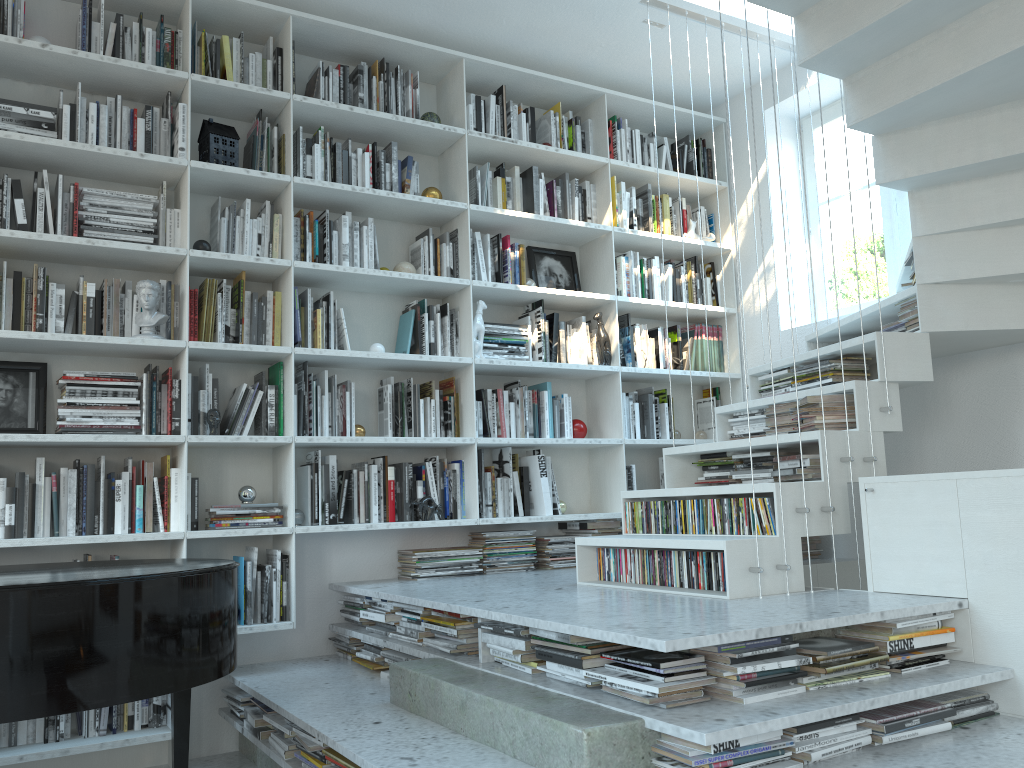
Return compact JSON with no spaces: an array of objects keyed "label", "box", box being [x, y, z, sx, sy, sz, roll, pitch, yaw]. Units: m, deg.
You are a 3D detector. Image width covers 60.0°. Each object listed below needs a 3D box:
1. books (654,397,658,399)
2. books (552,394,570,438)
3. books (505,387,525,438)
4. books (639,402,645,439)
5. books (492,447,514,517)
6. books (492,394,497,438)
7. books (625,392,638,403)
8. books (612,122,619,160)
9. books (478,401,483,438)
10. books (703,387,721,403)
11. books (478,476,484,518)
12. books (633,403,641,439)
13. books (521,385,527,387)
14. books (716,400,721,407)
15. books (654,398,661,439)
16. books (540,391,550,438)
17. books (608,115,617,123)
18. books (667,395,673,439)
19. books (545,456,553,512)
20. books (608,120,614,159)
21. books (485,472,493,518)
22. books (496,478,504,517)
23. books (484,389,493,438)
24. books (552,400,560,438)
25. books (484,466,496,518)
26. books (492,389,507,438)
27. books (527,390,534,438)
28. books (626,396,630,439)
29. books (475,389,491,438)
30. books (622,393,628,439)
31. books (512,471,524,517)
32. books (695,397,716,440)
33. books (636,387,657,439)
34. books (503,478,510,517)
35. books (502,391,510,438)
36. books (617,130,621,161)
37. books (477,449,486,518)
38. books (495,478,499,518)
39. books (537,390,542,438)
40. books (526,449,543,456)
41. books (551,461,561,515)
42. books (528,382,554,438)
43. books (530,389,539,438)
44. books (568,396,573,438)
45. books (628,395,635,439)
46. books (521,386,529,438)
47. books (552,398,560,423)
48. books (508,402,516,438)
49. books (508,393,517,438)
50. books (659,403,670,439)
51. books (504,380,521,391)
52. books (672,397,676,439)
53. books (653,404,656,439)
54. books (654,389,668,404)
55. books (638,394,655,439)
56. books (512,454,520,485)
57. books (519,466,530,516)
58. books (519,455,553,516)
[{"label":"books","box":[0.755,0.200,4.844,0.027,0.242,0.132,2,-8,-30]},{"label":"books","box":[0.228,0.177,4.515,0.025,0.235,0.181,2,-9,-30]},{"label":"books","box":[0.000,0.154,4.358,0.028,0.254,0.191,2,-9,-30]},{"label":"books","box":[0.657,0.211,4.770,0.025,0.208,0.149,2,-9,-30]},{"label":"books","box":[-0.045,0.479,4.310,0.014,0.333,0.169,2,-8,-30]},{"label":"books","box":[-0.118,0.167,4.305,0.011,0.222,0.163,2,-9,-30]},{"label":"books","box":[0.631,0.182,4.768,0.024,0.267,0.133,2,-8,-30]},{"label":"books","box":[0.525,-1.281,4.886,0.012,0.268,0.185,2,-8,-30]},{"label":"books","box":[-0.188,0.184,4.267,0.022,0.183,0.163,2,-9,-30]},{"label":"books","box":[1.150,0.181,5.079,0.013,0.314,0.129,2,-8,-30]},{"label":"books","box":[-0.185,0.535,4.243,0.033,0.213,0.140,2,-8,-30]},{"label":"books","box":[0.619,0.211,4.734,0.029,0.201,0.173,2,-9,-30]},{"label":"books","box":[0.035,0.151,4.408,0.011,0.271,0.152,2,-8,-30]},{"label":"books","box":[1.141,0.218,5.059,0.022,0.237,0.152,2,-8,-30]},{"label":"books","box":[0.746,0.203,4.819,0.014,0.230,0.172,2,-9,-30]},{"label":"books","box":[0.125,0.167,4.441,0.023,0.243,0.190,2,-9,-30]},{"label":"books","box":[0.541,-1.308,4.929,0.014,0.331,0.143,2,-8,-30]},{"label":"books","box":[0.823,0.196,4.874,0.012,0.253,0.161,2,-8,-30]},{"label":"books","box":[0.145,0.509,4.412,0.025,0.287,0.160,2,-8,-30]},{"label":"books","box":[0.508,-1.289,4.892,0.013,0.286,0.151,2,-8,-30]},{"label":"books","box":[-0.144,0.535,4.254,0.023,0.214,0.163,2,-9,-30]},{"label":"books","box":[-0.087,0.551,4.287,0.030,0.187,0.140,2,-9,-30]},{"label":"books","box":[-0.140,0.157,4.309,0.024,0.246,0.143,2,-8,-30]},{"label":"books","box":[0.177,0.191,4.475,0.030,0.200,0.189,2,-9,-30]},{"label":"books","box":[-0.123,0.520,4.256,0.015,0.243,0.157,2,-8,-30]},{"label":"books","box":[-0.093,0.156,4.315,0.045,0.246,0.186,2,-9,-30]},{"label":"books","box":[0.050,0.165,4.419,0.026,0.246,0.166,2,-8,-30]},{"label":"books","box":[0.568,0.192,4.712,0.037,0.235,0.153,2,-8,-30]},{"label":"books","box":[-0.165,0.155,4.281,0.047,0.243,0.177,2,-9,-30]},{"label":"books","box":[0.546,0.182,4.691,0.024,0.251,0.175,2,-8,-30]},{"label":"books","box":[-0.014,0.538,4.319,0.052,0.217,0.184,2,-9,-30]},{"label":"books","box":[1.104,0.208,5.036,0.012,0.253,0.161,2,-8,-30]},{"label":"books","box":[0.730,0.170,4.821,0.013,0.296,0.141,2,-8,-30]},{"label":"books","box":[-0.060,0.552,4.294,0.024,0.185,0.149,2,-9,-30]},{"label":"books","box":[-0.070,0.163,4.346,0.026,0.239,0.177,2,-9,-30]},{"label":"books","box":[0.539,-1.261,4.895,0.022,0.228,0.175,2,-9,-30]},{"label":"books","box":[-0.167,0.480,4.261,0.013,0.326,0.131,2,-8,-30]},{"label":"books","box":[-0.111,0.539,4.273,0.025,0.209,0.137,2,-8,-30]},{"label":"books","box":[0.098,0.164,4.454,0.012,0.253,0.161,2,-8,-30]},{"label":"books","box":[0.117,0.492,4.424,0.012,0.325,0.136,2,-8,-30]},{"label":"books","box":[0.178,0.519,4.441,0.062,0.273,0.148,2,-8,-30]},{"label":"books","box":[0.144,0.145,4.459,0.026,0.290,0.181,2,-8,-30]},{"label":"books","box":[0.077,0.162,4.412,0.014,0.249,0.177,2,-8,-30]},{"label":"books","box":[0.250,0.185,4.529,0.027,0.223,0.170,2,-9,-30]},{"label":"books","box":[0.593,0.190,4.728,0.022,0.241,0.151,2,-8,-30]},{"label":"books","box":[0.026,0.153,4.379,0.012,0.262,0.186,2,-8,-30]},{"label":"books","box":[0.197,0.186,4.507,0.037,0.218,0.139,2,-8,-30]},{"label":"books","box":[-0.040,0.191,4.345,0.027,0.181,0.186,2,-9,-30]},{"label":"books","box":[-0.029,0.169,4.366,0.012,0.229,0.179,2,-9,-30]},{"label":"books","box":[0.790,0.215,4.830,0.021,0.205,0.175,2,-9,-30]},{"label":"books","box":[0.006,0.136,4.390,0.013,0.299,0.147,2,-8,-30]},{"label":"books","box":[0.836,0.203,4.876,0.013,0.239,0.166,2,-8,-30]},{"label":"books","box":[0.714,0.217,4.805,0.027,0.200,0.164,2,-9,-30]},{"label":"books","box":[0.799,0.178,4.850,0.011,0.284,0.161,2,-8,-30]},{"label":"books","box":[0.692,0.188,4.764,0.027,0.248,0.184,2,-9,-30]},{"label":"books","box":[0.001,0.499,4.359,0.010,0.303,0.131,2,-8,-30]},{"label":"books","box":[0.029,0.529,4.349,0.031,0.239,0.172,2,-9,-30]},{"label":"books","box":[0.094,0.500,4.343,0.075,0.291,0.255,2,-9,-30]}]
